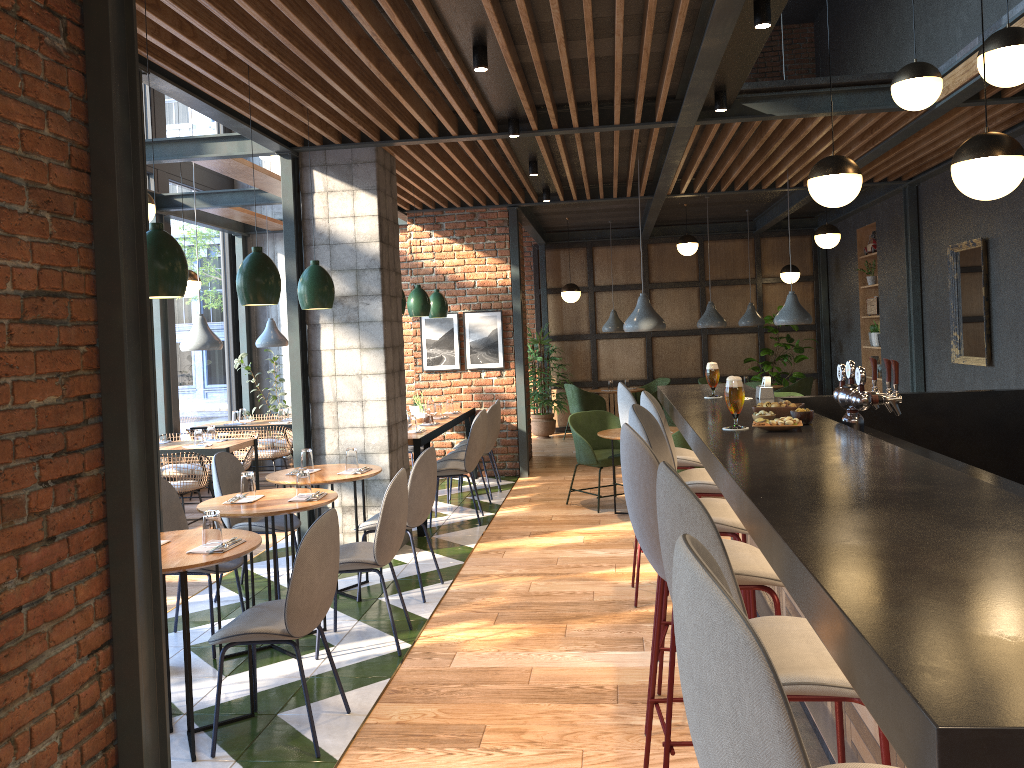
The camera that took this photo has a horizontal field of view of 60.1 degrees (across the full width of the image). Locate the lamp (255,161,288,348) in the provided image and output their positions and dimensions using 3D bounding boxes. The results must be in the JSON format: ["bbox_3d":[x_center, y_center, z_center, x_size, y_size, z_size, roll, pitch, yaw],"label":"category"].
[{"bbox_3d":[-2.736,-2.650,9.733,0.352,4.488,0.353,-2,1,42],"label":"lamp"}]

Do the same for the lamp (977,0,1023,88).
[{"bbox_3d":[2.230,-3.273,4.093,0.268,3.792,0.268,-3,0,-29],"label":"lamp"}]

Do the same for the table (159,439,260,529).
[{"bbox_3d":[-2.949,0.887,7.747,1.271,0.706,0.659,-2,2,6],"label":"table"}]

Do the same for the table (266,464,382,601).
[{"bbox_3d":[-1.136,0.915,5.448,0.699,0.746,0.700,-2,2,17],"label":"table"}]

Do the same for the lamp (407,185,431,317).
[{"bbox_3d":[-0.914,-1.644,8.325,0.224,2.021,0.224,-2,0,10],"label":"lamp"}]

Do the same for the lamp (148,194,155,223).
[{"bbox_3d":[-2.685,-2.978,6.114,0.268,3.792,0.268,-3,1,-40],"label":"lamp"}]

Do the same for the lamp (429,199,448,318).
[{"bbox_3d":[-0.814,-1.698,9.210,0.224,2.021,0.224,-2,0,10],"label":"lamp"}]

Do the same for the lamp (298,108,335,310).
[{"bbox_3d":[-1.240,-1.469,5.430,0.224,2.021,0.224,-2,0,10],"label":"lamp"}]

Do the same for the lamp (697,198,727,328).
[{"bbox_3d":[2.306,-2.920,10.638,0.352,4.488,0.353,-2,1,42],"label":"lamp"}]

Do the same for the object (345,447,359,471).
[{"bbox_3d":[-0.981,0.460,5.422,0.080,0.138,0.080,-3,1,-25],"label":"object"}]

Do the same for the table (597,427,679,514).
[{"bbox_3d":[1.129,0.740,7.365,0.807,0.687,0.809,-1,3,37],"label":"table"}]

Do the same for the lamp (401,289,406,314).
[{"bbox_3d":[-1.027,-1.583,7.319,0.224,2.021,0.224,-2,0,10],"label":"lamp"}]

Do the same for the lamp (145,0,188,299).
[{"bbox_3d":[-1.453,-1.354,3.538,0.224,2.021,0.224,-2,0,10],"label":"lamp"}]

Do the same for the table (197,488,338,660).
[{"bbox_3d":[-1.236,0.969,4.563,0.700,0.746,0.699,-4,2,-41],"label":"table"}]

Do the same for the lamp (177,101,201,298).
[{"bbox_3d":[-3.166,-2.711,8.387,0.268,3.792,0.268,-3,0,-25],"label":"lamp"}]

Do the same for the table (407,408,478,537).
[{"bbox_3d":[-0.862,0.735,8.306,0.658,0.765,2.776,-2,3,7],"label":"table"}]

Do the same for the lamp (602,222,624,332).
[{"bbox_3d":[1.366,-2.989,12.628,0.352,4.488,0.353,-2,1,42],"label":"lamp"}]

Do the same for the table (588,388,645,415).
[{"bbox_3d":[1.508,0.428,12.673,0.808,0.687,0.807,-4,3,-44],"label":"table"}]

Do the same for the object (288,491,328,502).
[{"bbox_3d":[-1.053,0.578,4.556,0.157,0.019,0.243,-2,3,3],"label":"object"}]

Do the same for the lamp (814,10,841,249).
[{"bbox_3d":[3.367,-3.369,9.657,0.268,3.792,0.268,-3,0,-22],"label":"lamp"}]

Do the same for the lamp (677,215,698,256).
[{"bbox_3d":[2.154,-3.522,11.243,0.268,3.792,0.268,-3,0,-14],"label":"lamp"}]

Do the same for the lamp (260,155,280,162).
[{"bbox_3d":[-2.629,-4.230,9.289,0.268,3.792,0.268,-2,0,27],"label":"lamp"}]

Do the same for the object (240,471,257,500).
[{"bbox_3d":[-1.365,0.524,4.580,0.080,0.138,0.080,-2,1,16],"label":"object"}]

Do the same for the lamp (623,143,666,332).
[{"bbox_3d":[1.006,-2.680,7.346,0.352,4.488,0.353,-2,1,42],"label":"lamp"}]

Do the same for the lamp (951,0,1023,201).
[{"bbox_3d":[1.828,-2.630,3.531,0.268,3.792,0.268,-3,0,-3],"label":"lamp"}]

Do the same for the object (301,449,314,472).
[{"bbox_3d":[-1.266,0.470,5.466,0.080,0.138,0.080,-3,1,-15],"label":"object"}]

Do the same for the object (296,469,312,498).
[{"bbox_3d":[-1.078,0.512,4.578,0.080,0.138,0.080,-4,2,-44],"label":"object"}]

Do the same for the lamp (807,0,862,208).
[{"bbox_3d":[1.600,-2.811,4.590,0.268,3.792,0.268,-2,0,8],"label":"lamp"}]

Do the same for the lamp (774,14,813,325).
[{"bbox_3d":[2.575,-2.807,8.404,0.352,4.488,0.353,-2,1,42],"label":"lamp"}]

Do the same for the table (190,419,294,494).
[{"bbox_3d":[-2.734,0.771,9.657,1.271,0.706,0.659,-2,2,6],"label":"table"}]

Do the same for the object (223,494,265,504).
[{"bbox_3d":[-1.385,0.590,4.594,0.157,0.019,0.243,-2,3,3],"label":"object"}]

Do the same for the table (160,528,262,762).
[{"bbox_3d":[-1.350,1.030,3.556,0.700,0.746,0.699,-4,2,-37],"label":"table"}]

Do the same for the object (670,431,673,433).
[{"bbox_3d":[1.177,0.394,7.200,0.243,0.019,0.157,-4,3,-24],"label":"object"}]

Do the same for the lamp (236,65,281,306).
[{"bbox_3d":[-1.340,-1.415,4.544,0.224,2.021,0.224,-2,0,10],"label":"lamp"}]

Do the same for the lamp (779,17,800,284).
[{"bbox_3d":[3.836,-3.307,12.450,0.268,3.792,0.268,-3,1,-40],"label":"lamp"}]

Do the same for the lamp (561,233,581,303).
[{"bbox_3d":[0.727,-3.000,12.075,0.268,3.792,0.268,-3,1,-40],"label":"lamp"}]

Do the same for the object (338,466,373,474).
[{"bbox_3d":[-0.960,0.527,5.397,0.157,0.019,0.243,-2,3,12],"label":"object"}]

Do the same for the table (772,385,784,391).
[{"bbox_3d":[3.302,0.383,12.090,0.807,0.687,0.808,-2,2,7],"label":"table"}]

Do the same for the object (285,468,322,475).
[{"bbox_3d":[-1.283,0.536,5.483,0.157,0.019,0.243,-2,3,12],"label":"object"}]

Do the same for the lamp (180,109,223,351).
[{"bbox_3d":[-2.766,-2.530,7.604,0.353,4.488,0.352,-3,1,-32],"label":"lamp"}]

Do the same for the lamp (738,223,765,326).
[{"bbox_3d":[3.173,-3.036,12.062,0.352,4.488,0.353,-2,1,42],"label":"lamp"}]

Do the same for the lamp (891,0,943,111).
[{"bbox_3d":[2.215,-3.445,5.005,0.268,3.792,0.268,-2,0,12],"label":"lamp"}]
